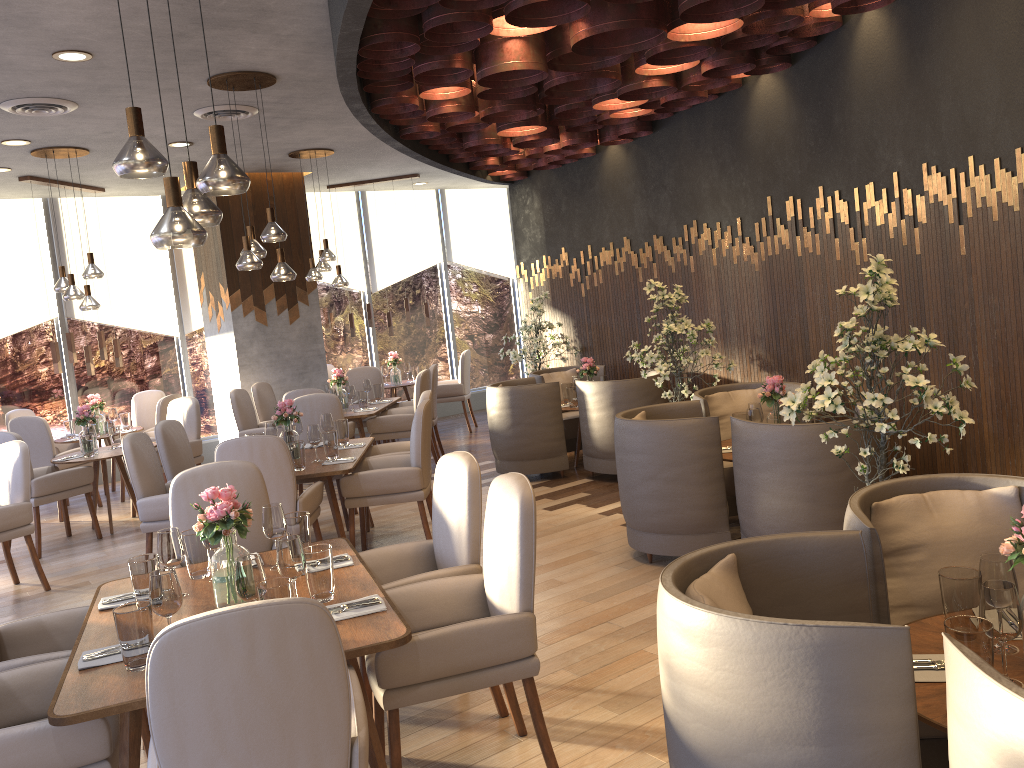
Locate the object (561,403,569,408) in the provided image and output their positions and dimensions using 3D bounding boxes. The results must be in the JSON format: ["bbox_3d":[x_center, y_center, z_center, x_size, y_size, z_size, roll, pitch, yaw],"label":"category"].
[{"bbox_3d":[0.460,0.192,7.978,0.255,0.019,0.158,-8,6,-14],"label":"object"}]

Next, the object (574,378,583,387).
[{"bbox_3d":[0.603,0.069,7.914,0.092,0.244,0.092,-4,5,28],"label":"object"}]

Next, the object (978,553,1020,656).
[{"bbox_3d":[1.247,0.562,2.270,0.092,0.244,0.092,-5,4,13],"label":"object"}]

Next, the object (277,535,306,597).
[{"bbox_3d":[-0.704,0.614,2.850,0.092,0.244,0.092,-4,4,24],"label":"object"}]

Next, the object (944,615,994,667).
[{"bbox_3d":[1.059,0.638,2.044,0.102,0.178,0.102,-6,4,9],"label":"object"}]

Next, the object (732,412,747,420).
[{"bbox_3d":[1.401,0.266,5.398,0.102,0.178,0.102,-9,5,-33],"label":"object"}]

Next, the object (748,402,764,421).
[{"bbox_3d":[1.462,0.235,5.308,0.092,0.244,0.092,-10,5,-41],"label":"object"}]

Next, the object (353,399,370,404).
[{"bbox_3d":[-1.589,0.181,9.290,0.157,0.019,0.256,-6,6,5],"label":"object"}]

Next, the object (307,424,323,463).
[{"bbox_3d":[-1.281,0.386,5.765,0.092,0.244,0.092,-10,6,-44],"label":"object"}]

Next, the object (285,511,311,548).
[{"bbox_3d":[-0.838,0.599,3.479,0.102,0.178,0.102,-4,5,28],"label":"object"}]

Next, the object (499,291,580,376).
[{"bbox_3d":[0.272,-0.148,9.196,0.748,1.613,0.788,-9,5,-29],"label":"object"}]

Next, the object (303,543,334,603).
[{"bbox_3d":[-0.639,0.631,2.941,0.102,0.178,0.102,-6,4,-2],"label":"object"}]

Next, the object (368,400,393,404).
[{"bbox_3d":[-1.351,0.182,9.016,0.255,0.019,0.158,-5,6,8],"label":"object"}]

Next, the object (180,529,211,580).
[{"bbox_3d":[-1.201,0.649,3.379,0.102,0.178,0.102,-7,4,-16],"label":"object"}]

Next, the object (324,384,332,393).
[{"bbox_3d":[-1.864,0.122,9.046,0.092,0.244,0.092,-4,5,32],"label":"object"}]

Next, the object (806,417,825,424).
[{"bbox_3d":[1.699,0.278,4.948,0.102,0.178,0.102,-6,4,-2],"label":"object"}]

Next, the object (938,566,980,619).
[{"bbox_3d":[1.202,0.590,2.370,0.102,0.178,0.102,-9,5,-33],"label":"object"}]

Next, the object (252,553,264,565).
[{"bbox_3d":[-1.065,0.703,3.490,0.158,0.019,0.255,-9,6,-22],"label":"object"}]

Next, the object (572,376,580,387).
[{"bbox_3d":[0.597,0.049,8.127,0.092,0.244,0.092,-4,5,31],"label":"object"}]

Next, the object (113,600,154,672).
[{"bbox_3d":[-1.070,0.720,2.524,0.102,0.178,0.102,-7,4,-13],"label":"object"}]

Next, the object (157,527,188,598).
[{"bbox_3d":[-1.208,0.639,3.152,0.092,0.244,0.092,-6,4,0],"label":"object"}]

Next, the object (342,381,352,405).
[{"bbox_3d":[-1.703,0.094,9.153,0.092,0.244,0.092,-7,4,-15],"label":"object"}]

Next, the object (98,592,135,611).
[{"bbox_3d":[-1.355,0.764,3.201,0.255,0.019,0.157,-8,6,-20],"label":"object"}]

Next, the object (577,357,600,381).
[{"bbox_3d":[0.705,-0.040,8.028,0.210,0.415,0.198,-4,5,32],"label":"object"}]

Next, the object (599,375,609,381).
[{"bbox_3d":[0.827,0.045,7.914,0.092,0.244,0.092,-6,4,4],"label":"object"}]

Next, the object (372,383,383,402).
[{"bbox_3d":[-1.388,0.090,9.175,0.102,0.178,0.102,-3,5,34],"label":"object"}]

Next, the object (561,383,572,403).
[{"bbox_3d":[0.513,0.084,8.194,0.102,0.178,0.102,-7,4,-10],"label":"object"}]

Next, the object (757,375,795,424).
[{"bbox_3d":[1.542,0.154,5.167,0.198,0.415,0.210,-8,5,-23],"label":"object"}]

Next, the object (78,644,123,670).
[{"bbox_3d":[-1.162,0.796,2.662,0.255,0.019,0.157,-8,6,-20],"label":"object"}]

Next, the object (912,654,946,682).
[{"bbox_3d":[1.053,0.702,2.215,0.255,0.019,0.158,-5,6,13],"label":"object"}]

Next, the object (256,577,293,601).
[{"bbox_3d":[-0.688,0.670,2.604,0.102,0.178,0.102,-10,6,-41],"label":"object"}]

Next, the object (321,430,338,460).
[{"bbox_3d":[-1.192,0.402,5.834,0.102,0.178,0.102,-5,4,15],"label":"object"}]

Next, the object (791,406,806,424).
[{"bbox_3d":[1.633,0.243,5.036,0.092,0.244,0.092,-4,5,27],"label":"object"}]

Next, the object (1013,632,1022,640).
[{"bbox_3d":[1.374,0.649,2.396,0.157,0.019,0.256,-5,6,10],"label":"object"}]

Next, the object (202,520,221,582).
[{"bbox_3d":[-1.111,0.611,3.321,0.092,0.244,0.092,-8,4,-19],"label":"object"}]

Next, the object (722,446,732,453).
[{"bbox_3d":[1.280,0.378,5.211,0.255,0.019,0.158,-6,6,3],"label":"object"}]

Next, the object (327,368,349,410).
[{"bbox_3d":[-1.711,0.047,8.809,0.210,0.415,0.198,-4,5,32],"label":"object"}]

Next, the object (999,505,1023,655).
[{"bbox_3d":[1.287,0.486,2.123,0.198,0.415,0.210,-7,4,-13],"label":"object"}]

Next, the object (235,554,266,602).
[{"bbox_3d":[-0.780,0.640,2.666,0.092,0.244,0.092,-7,4,-15],"label":"object"}]

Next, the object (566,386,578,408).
[{"bbox_3d":[0.538,0.118,7.831,0.102,0.178,0.102,-5,4,12],"label":"object"}]

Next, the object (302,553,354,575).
[{"bbox_3d":[-0.731,0.680,3.350,0.255,0.019,0.157,-8,6,-18],"label":"object"}]

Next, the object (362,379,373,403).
[{"bbox_3d":[-1.486,0.074,9.120,0.092,0.244,0.092,-10,5,-40],"label":"object"}]

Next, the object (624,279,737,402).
[{"bbox_3d":[1.255,0.009,6.544,0.789,1.613,0.747,-7,4,-9],"label":"object"}]

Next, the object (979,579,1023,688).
[{"bbox_3d":[1.154,0.591,2.087,0.092,0.244,0.092,-3,5,38],"label":"object"}]

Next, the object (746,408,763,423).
[{"bbox_3d":[1.399,0.262,5.103,0.092,0.244,0.092,-5,4,23],"label":"object"}]

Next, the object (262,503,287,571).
[{"bbox_3d":[-0.903,0.582,3.388,0.092,0.244,0.092,-7,4,-16],"label":"object"}]

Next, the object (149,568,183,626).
[{"bbox_3d":[-1.014,0.672,2.613,0.092,0.244,0.092,-2,6,45],"label":"object"}]

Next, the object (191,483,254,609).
[{"bbox_3d":[-0.964,0.545,3.000,0.210,0.415,0.198,-8,5,-23],"label":"object"}]

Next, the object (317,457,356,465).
[{"bbox_3d":[-1.129,0.491,5.683,0.255,0.019,0.158,-6,6,-1],"label":"object"}]

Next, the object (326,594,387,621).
[{"bbox_3d":[-0.532,0.712,2.812,0.255,0.019,0.157,-8,6,-18],"label":"object"}]

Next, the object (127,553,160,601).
[{"bbox_3d":[-1.263,0.687,3.064,0.102,0.178,0.102,-7,4,-13],"label":"object"}]
